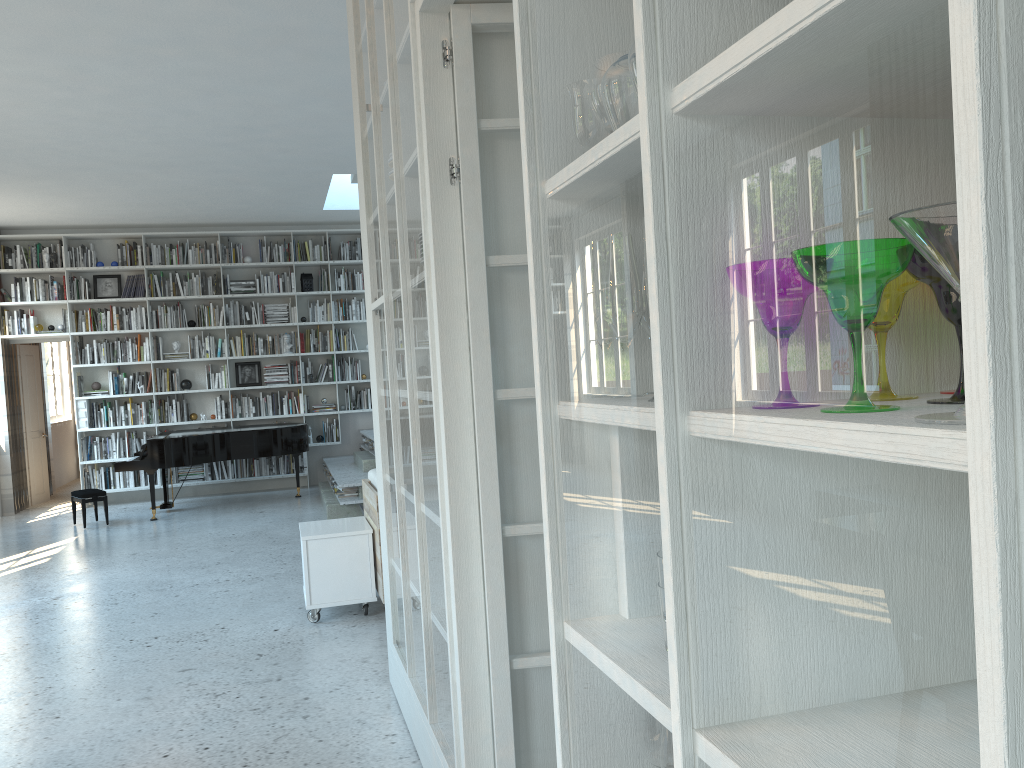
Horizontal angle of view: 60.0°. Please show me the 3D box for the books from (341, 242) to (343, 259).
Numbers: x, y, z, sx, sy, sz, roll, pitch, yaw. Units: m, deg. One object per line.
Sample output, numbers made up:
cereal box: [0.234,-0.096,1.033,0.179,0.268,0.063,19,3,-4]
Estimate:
books: [-2.114,-1.631,11.024,0.011,0.244,0.172,-4,2,-15]

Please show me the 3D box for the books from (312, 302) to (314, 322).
books: [-2.458,-0.876,10.946,0.028,0.250,0.164,-4,2,-15]

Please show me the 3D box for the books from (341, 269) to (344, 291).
books: [-2.108,-1.283,11.029,0.011,0.283,0.173,-4,2,-15]

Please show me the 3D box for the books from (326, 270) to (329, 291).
books: [-2.286,-1.278,10.994,0.005,0.292,0.130,-4,2,-15]

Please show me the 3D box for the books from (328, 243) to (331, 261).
books: [-2.265,-1.614,10.972,0.033,0.229,0.175,-4,2,-15]

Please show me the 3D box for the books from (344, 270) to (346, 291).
books: [-2.082,-1.277,11.029,0.010,0.269,0.166,-4,2,-15]

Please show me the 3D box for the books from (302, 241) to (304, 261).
books: [-2.570,-1.611,10.902,0.008,0.262,0.142,-4,2,-15]

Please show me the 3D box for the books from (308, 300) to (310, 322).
books: [-2.508,-0.891,10.939,0.018,0.285,0.159,-4,2,-15]

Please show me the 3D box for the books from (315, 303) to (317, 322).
books: [-2.417,-0.871,10.952,0.023,0.236,0.178,-4,2,-15]

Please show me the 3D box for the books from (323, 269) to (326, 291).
books: [-2.324,-1.274,10.992,0.013,0.289,0.131,-4,2,-15]

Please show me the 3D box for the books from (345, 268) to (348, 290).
books: [-2.062,-1.292,11.050,0.021,0.296,0.138,-4,2,-15]

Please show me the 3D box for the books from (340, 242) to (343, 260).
books: [-2.121,-1.630,11.012,0.009,0.244,0.173,-4,2,-15]

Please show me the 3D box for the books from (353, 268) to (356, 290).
books: [-1.968,-1.293,11.077,0.013,0.284,0.154,-4,2,-15]

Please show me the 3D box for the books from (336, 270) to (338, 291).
books: [-2.183,-1.277,11.023,0.011,0.280,0.133,-4,2,-15]

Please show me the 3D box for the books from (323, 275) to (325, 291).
books: [-2.335,-1.233,10.971,0.013,0.211,0.140,-4,2,-15]

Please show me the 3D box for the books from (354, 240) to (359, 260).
books: [-1.941,-1.649,11.047,0.028,0.258,0.184,-4,2,-15]

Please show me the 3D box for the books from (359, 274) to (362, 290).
books: [-1.896,-1.259,11.067,0.021,0.209,0.180,-4,2,-15]

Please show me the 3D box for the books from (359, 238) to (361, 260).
books: [-1.907,-1.670,11.092,0.017,0.295,0.139,-4,2,-15]

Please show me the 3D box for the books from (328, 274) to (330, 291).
books: [-2.268,-1.239,10.964,0.008,0.214,0.223,-4,2,-15]

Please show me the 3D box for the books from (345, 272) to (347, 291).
books: [-2.072,-1.261,11.041,0.012,0.236,0.165,-4,2,-15]

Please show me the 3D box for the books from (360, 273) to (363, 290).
books: [-1.885,-1.267,11.085,0.011,0.222,0.159,-4,2,-15]

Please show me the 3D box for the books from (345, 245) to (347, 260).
books: [-2.075,-1.615,11.050,0.009,0.206,0.146,-4,2,-15]

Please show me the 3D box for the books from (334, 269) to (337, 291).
books: [-2.189,-1.279,11.000,0.012,0.285,0.159,-4,2,-15]

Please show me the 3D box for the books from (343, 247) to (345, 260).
books: [-2.091,-1.602,11.030,0.009,0.183,0.160,-4,2,-15]

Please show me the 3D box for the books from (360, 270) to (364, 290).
books: [-1.875,-1.289,11.088,0.012,0.265,0.156,-4,2,-15]

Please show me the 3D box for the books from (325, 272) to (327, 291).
books: [-2.299,-1.254,10.956,0.013,0.248,0.186,-4,2,-15]

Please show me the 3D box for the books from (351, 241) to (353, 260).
books: [-2.001,-1.644,11.056,0.021,0.256,0.169,-4,2,-15]

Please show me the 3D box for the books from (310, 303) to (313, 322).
books: [-2.476,-0.871,10.947,0.024,0.242,0.159,-4,2,-15]

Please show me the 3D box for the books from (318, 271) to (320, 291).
books: [-2.381,-1.261,10.931,0.021,0.272,0.190,-4,2,-15]

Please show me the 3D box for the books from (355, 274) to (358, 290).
books: [-1.947,-1.260,11.081,0.025,0.216,0.144,-4,2,-15]

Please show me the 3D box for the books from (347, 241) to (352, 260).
books: [-2.025,-1.642,11.047,0.030,0.255,0.161,-4,2,-15]

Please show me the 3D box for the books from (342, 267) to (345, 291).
books: [-2.095,-1.296,11.026,0.014,0.307,0.152,-4,2,-15]

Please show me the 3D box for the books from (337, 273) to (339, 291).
books: [-2.169,-1.257,11.021,0.012,0.240,0.138,-4,2,-15]

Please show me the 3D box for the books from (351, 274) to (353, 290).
books: [-2.005,-1.256,11.067,0.014,0.215,0.132,-4,2,-15]

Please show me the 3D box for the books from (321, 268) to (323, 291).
books: [-2.344,-1.271,10.948,0.021,0.288,0.179,-4,2,-15]

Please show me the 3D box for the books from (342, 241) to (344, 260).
books: [-2.106,-1.637,11.035,0.012,0.255,0.133,-4,2,-15]

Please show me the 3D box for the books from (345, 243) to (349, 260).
books: [-2.053,-1.626,11.040,0.028,0.226,0.163,-4,2,-15]

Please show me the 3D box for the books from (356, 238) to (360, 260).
books: [-1.923,-1.667,11.076,0.024,0.292,0.167,-4,2,-15]

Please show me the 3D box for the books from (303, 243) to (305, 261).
books: [-2.554,-1.597,10.888,0.015,0.234,0.171,-4,2,-15]

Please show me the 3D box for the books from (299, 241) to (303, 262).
books: [-2.589,-1.609,10.889,0.034,0.261,0.157,-4,2,-15]

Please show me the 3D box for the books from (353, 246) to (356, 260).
books: [-1.978,-1.613,11.080,0.031,0.190,0.132,-4,2,-15]

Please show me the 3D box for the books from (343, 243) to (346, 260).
books: [-2.079,-1.626,11.020,0.013,0.229,0.174,-4,2,-15]

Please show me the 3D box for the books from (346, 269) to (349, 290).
books: [-2.047,-1.284,11.061,0.012,0.276,0.133,-4,2,-15]

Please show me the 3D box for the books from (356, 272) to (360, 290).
books: [-1.922,-1.272,11.076,0.023,0.237,0.149,-4,2,-15]

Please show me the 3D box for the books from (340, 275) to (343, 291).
books: [-2.119,-1.244,11.009,0.026,0.208,0.181,-4,2,-15]

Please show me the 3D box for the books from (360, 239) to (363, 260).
books: [-1.888,-1.666,11.092,0.007,0.285,0.159,-4,2,-15]

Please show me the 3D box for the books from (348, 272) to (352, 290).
books: [-2.021,-1.267,11.044,0.027,0.241,0.160,-4,2,-15]

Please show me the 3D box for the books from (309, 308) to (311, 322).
books: [-2.487,-0.841,10.923,0.028,0.185,0.181,-4,2,-15]

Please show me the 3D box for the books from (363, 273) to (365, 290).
books: [-1.849,-1.301,11.109,0.012,0.285,0.159,-4,2,-15]

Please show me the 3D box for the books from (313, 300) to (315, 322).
books: [-2.445,-0.890,10.951,0.019,0.275,0.146,-4,2,-15]

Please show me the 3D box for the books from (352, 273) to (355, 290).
books: [-1.986,-1.261,11.076,0.028,0.223,0.142,-4,2,-15]

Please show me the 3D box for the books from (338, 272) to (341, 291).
books: [-2.150,-1.260,11.020,0.026,0.243,0.148,-4,2,-15]

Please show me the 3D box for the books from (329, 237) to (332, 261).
books: [-2.245,-1.652,10.968,0.019,0.304,0.176,-4,2,-15]

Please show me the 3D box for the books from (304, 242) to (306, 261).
books: [-2.554,-1.613,10.925,0.007,0.264,0.133,-4,2,-15]

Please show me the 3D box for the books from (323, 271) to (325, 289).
books: [-2.325,-1.256,10.963,0.005,0.255,0.158,-4,2,-15]

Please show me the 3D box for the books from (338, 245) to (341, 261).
books: [-2.145,-1.609,11.000,0.046,0.206,0.183,-4,2,-15]

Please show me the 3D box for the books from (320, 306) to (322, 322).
books: [-2.364,-0.855,10.959,0.027,0.196,0.185,-4,2,-15]

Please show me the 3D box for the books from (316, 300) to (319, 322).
books: [-2.396,-0.892,10.935,0.028,0.275,0.186,-4,2,-15]
